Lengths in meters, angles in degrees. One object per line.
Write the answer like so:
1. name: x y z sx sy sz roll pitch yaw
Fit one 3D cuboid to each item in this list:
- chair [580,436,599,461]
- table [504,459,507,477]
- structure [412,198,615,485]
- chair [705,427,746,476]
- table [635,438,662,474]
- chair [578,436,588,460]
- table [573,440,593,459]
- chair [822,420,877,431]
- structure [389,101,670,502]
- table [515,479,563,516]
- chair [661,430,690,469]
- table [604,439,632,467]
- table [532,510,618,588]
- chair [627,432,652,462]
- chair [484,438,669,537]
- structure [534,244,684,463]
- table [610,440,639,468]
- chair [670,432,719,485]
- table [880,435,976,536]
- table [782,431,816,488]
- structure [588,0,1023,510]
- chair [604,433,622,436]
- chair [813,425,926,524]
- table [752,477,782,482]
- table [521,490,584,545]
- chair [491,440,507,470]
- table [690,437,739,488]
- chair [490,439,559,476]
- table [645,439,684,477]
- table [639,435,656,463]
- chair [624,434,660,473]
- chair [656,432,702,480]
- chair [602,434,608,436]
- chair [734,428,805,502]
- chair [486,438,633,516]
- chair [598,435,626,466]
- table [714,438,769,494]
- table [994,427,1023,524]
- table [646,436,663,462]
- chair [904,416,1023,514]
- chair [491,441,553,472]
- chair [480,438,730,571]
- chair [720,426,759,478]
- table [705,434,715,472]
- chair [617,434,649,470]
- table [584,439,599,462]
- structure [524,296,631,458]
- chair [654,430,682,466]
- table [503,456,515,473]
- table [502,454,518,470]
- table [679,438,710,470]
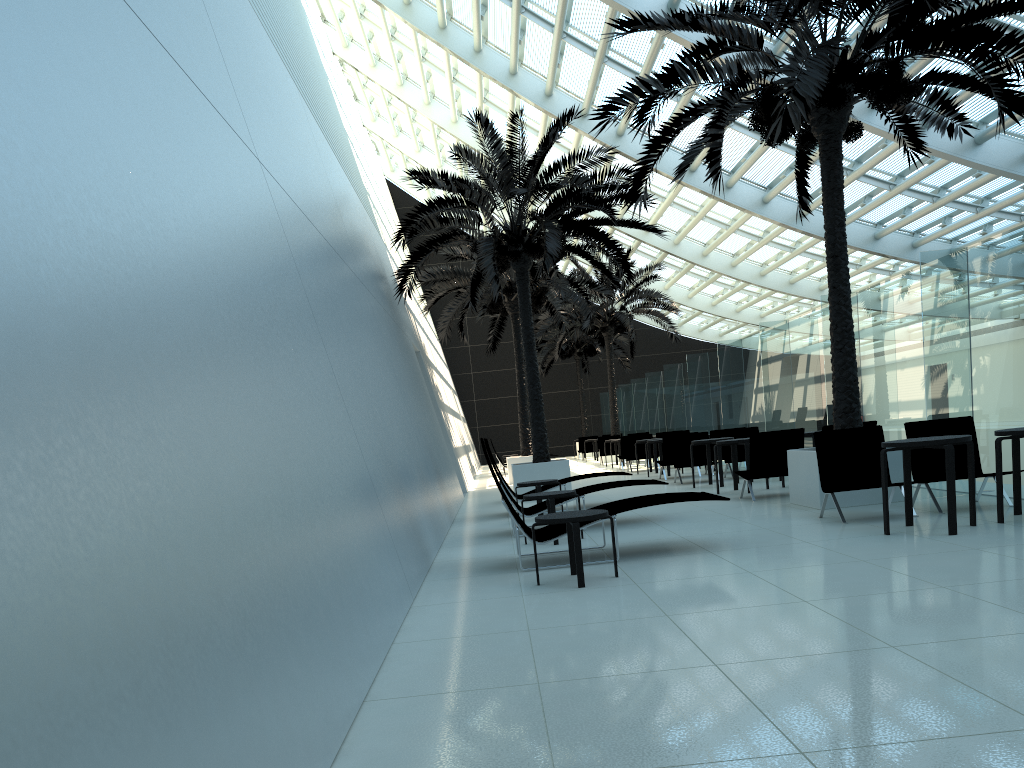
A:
1. chair: 2.972 2.402 32.630 0.716 0.896 0.880 -6 2 -1
2. table: 0.072 2.470 25.942 0.557 0.522 0.546 -5 2 37
3. structure: -0.011 -0.999 21.322 4.310 6.962 4.559 -3 5 32
4. chair: 4.228 1.339 17.421 0.716 0.896 0.880 -6 2 -1
5. table: 3.230 1.659 20.062 0.683 0.788 0.669 -4 3 37
6. chair: 2.951 2.508 34.327 0.716 0.896 0.880 -6 2 -1
7. table: 2.902 2.643 35.510 0.670 0.788 0.683 -8 3 -44
8. chair: 4.348 0.971 11.628 0.716 0.896 0.880 -6 2 -1
9. structure: 0.320 -1.370 15.328 4.604 6.901 4.267 -7 4 -22
10. table: 0.366 1.568 11.750 0.557 0.522 0.546 -4 2 42
11. chair: 4.132 1.592 21.365 0.716 0.896 0.880 -6 2 -1
12. table: 3.114 2.016 25.669 0.683 0.788 0.669 -4 3 37
13. table: 0.472 1.241 6.606 0.557 0.522 0.546 -4 2 42
14. chair: 4.017 1.946 26.947 0.716 0.896 0.880 -6 2 -1
15. chair: 0.743 1.113 10.305 2.036 1.169 0.913 -6 3 -1
16. structure: 3.171 -0.926 28.765 4.811 7.089 4.406 -6 4 -7
17. table: 3.135 1.926 24.238 0.683 0.788 0.670 -4 3 42
18. chair: 3.321 1.325 15.704 0.716 0.896 0.880 -6 2 -1
19. table: 3.494 0.850 7.326 0.670 0.788 0.683 -8 3 -44
20. table: 4.336 1.102 12.811 0.683 0.788 0.670 -4 3 42
21. structure: 3.572 -2.144 9.625 4.843 7.089 4.377 -5 4 18
22. chair: 3.899 2.308 32.638 0.716 0.896 0.880 -6 2 -1
23. chair: 3.470 0.867 8.495 0.716 0.896 0.880 -6 2 -1
24. table: 4.312 1.203 14.428 0.683 0.788 0.669 -4 3 37
25. table: 0.419 1.404 9.178 0.557 0.522 0.546 -4 2 42
26. chair: 0.289 2.511 32.292 2.036 1.169 0.913 -6 3 -1
27. table: 3.347 1.301 14.420 0.683 0.788 0.669 -4 3 37
28. chair: 0.397 2.179 27.069 2.036 1.169 0.913 -6 3 -1
29. table: 3.252 1.567 18.596 0.683 0.788 0.670 -4 3 42
30. table: 4.079 1.919 25.676 0.683 0.788 0.669 -4 3 37
31. chair: 3.205 1.685 21.358 0.716 0.896 0.880 -6 2 -1
32. chair: 3.300 1.433 17.413 0.716 0.896 0.880 -6 2 -1
33. chair: 3.879 2.415 34.335 0.716 0.896 0.880 -6 2 -1
34. chair: 3.420 1.064 11.621 0.716 0.896 0.880 -6 2 -1
35. chair: 0.690 1.276 12.876 2.036 1.169 0.913 -6 3 -1
36. chair: 3.089 2.040 26.940 0.716 0.896 0.880 -6 2 -1
37. table: 3.371 1.199 12.803 0.683 0.788 0.670 -4 3 42
38. table: 4.458 0.752 7.334 0.670 0.788 0.683 -8 3 -44
39. table: 4.100 1.829 24.246 0.683 0.788 0.670 -4 3 42
40. chair: 4.398 0.774 8.503 0.716 0.896 0.880 -6 2 -1
41. chair: 0.344 2.342 29.640 2.036 1.169 0.913 -6 3 -1
42. chair: 0.796 0.949 7.733 2.036 1.169 0.913 -6 3 -1
43. chair: 4.249 1.232 15.711 0.716 0.896 0.880 -6 2 -1
44. table: 4.216 1.470 18.604 0.683 0.788 0.670 -4 3 42
45. chair: 3.184 1.791 23.055 0.716 0.896 0.880 -6 2 -1
46. table: 2.997 2.376 31.334 0.683 0.788 0.669 -4 3 37
47. structure: 3.029 -0.411 36.908 4.420 7.087 4.798 -7 4 -22
48. chair: 4.112 1.698 23.062 0.716 0.896 0.880 -6 2 -1
49. table: 0.019 2.634 28.514 0.557 0.522 0.546 -4 2 42
50. table: -0.035 2.803 31.165 0.557 0.522 0.546 -4 2 42
51. table: 4.195 1.562 20.070 0.683 0.788 0.669 -4 3 37
